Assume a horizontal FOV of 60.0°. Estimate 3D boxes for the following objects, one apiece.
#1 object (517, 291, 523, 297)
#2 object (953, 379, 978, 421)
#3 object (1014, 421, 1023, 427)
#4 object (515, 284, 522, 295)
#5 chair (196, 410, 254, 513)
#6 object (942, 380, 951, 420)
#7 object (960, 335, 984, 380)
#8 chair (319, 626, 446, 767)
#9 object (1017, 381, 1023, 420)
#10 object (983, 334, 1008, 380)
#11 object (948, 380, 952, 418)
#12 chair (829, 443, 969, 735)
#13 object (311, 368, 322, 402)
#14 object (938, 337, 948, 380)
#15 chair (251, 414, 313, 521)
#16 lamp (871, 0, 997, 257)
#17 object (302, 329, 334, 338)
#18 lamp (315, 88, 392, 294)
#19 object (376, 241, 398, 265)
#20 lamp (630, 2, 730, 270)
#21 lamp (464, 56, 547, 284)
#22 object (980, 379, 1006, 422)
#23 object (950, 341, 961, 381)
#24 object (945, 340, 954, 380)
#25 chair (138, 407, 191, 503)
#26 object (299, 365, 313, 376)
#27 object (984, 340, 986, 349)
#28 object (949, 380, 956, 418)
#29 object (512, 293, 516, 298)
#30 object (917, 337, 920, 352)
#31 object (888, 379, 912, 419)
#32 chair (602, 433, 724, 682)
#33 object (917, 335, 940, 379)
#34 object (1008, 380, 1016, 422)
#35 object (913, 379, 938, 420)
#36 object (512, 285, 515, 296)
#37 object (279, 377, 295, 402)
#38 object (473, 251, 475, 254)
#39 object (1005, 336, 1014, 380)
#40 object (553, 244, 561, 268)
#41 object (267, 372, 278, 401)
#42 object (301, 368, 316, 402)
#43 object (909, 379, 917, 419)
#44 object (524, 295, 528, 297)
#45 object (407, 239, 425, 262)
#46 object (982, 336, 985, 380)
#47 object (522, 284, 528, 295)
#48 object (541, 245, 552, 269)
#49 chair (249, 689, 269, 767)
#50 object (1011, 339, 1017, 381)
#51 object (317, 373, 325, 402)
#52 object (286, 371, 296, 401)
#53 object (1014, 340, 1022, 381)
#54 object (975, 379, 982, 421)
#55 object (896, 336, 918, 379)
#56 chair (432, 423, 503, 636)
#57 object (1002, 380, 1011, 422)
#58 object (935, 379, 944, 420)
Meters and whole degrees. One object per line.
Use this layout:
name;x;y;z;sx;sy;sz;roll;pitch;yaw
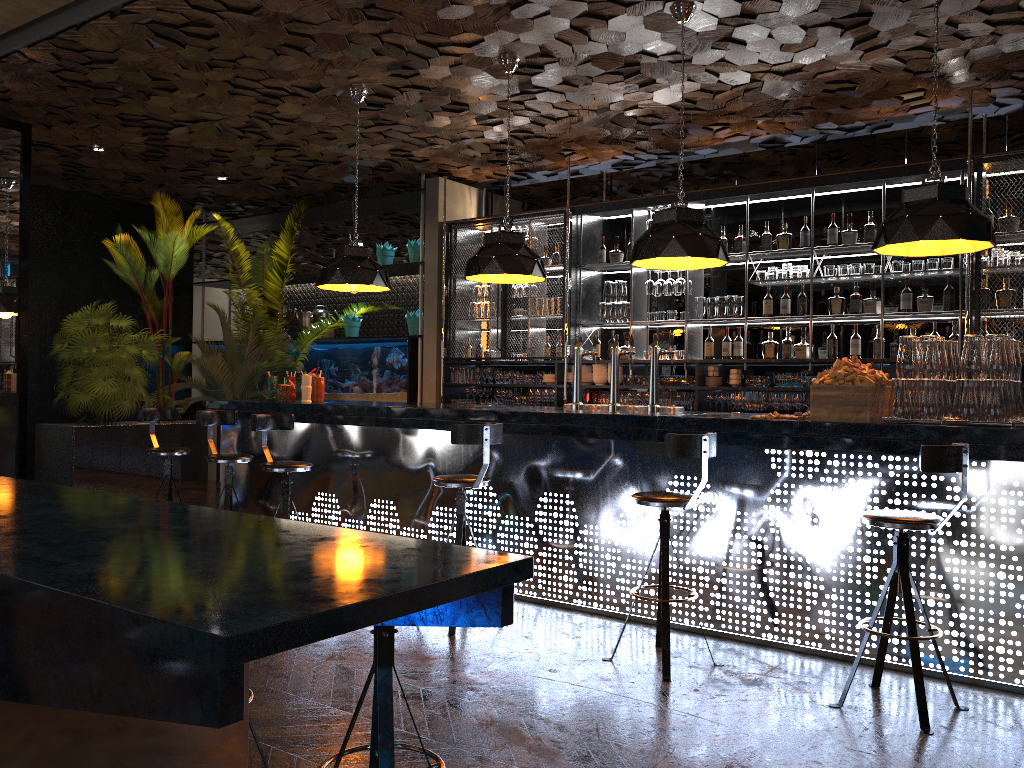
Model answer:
object;0.087;-1.032;9.417;0.081;0.213;0.081;1;0;41
object;2.112;0.082;4.132;0.105;0.209;0.105;1;0;-29
object;2.477;0.184;4.055;0.273;0.019;0.437;1;0;36
object;0.073;-1.033;9.250;0.081;0.213;0.081;1;0;41
chair;-1.989;0.744;6.168;0.476;1.108;0.419;1;0;36
object;2.125;0.083;4.413;0.105;0.209;0.105;1;0;-29
object;2.167;-0.126;4.169;0.105;0.209;0.105;1;0;-29
chair;-0.330;0.907;2.261;0.419;0.813;0.419;1;0;31
object;2.611;0.091;4.626;0.105;0.209;0.105;1;0;-29
object;2.243;-0.125;4.120;0.105;0.209;0.105;1;0;-29
object;2.227;0.085;4.606;0.105;0.209;0.105;1;0;-29
chair;1.640;0.794;3.675;0.419;1.108;0.476;1;0;-44
object;-1.545;0.004;6.982;0.091;0.277;0.080;1;0;-22
object;2.087;-0.127;4.366;0.105;0.209;0.105;1;0;-29
chair;-1.454;0.751;5.636;0.476;1.108;0.419;1;0;36
lamp;2.232;-1.496;4.684;0.582;1.564;0.607;1;0;36
object;-2.434;-0.620;11.127;0.320;0.135;0.250;1;0;36
lamp;-1.240;-1.518;7.023;0.582;1.606;0.607;1;0;36
object;-1.467;-1.503;10.364;0.244;0.325;0.255;1;0;-27
lamp;1.029;-1.513;5.401;0.582;1.564;0.607;1;0;36
lamp;-0.035;-1.527;6.312;0.582;1.564;0.607;1;0;36
object;2.210;0.083;4.078;0.105;0.209;0.105;1;0;-29
object;2.338;-0.122;4.737;0.105;0.209;0.105;1;0;-29
object;2.260;-0.123;4.648;0.105;0.209;0.105;1;0;-29
chair;-2.617;0.736;6.699;0.476;1.108;0.419;1;0;36
object;-1.667;-0.008;7.177;0.105;0.298;0.116;1;0;-23
object;2.418;-0.121;4.540;0.105;0.209;0.105;1;0;-29
object;2.299;0.086;4.689;0.105;0.209;0.105;1;0;-29
object;0.009;-1.034;9.473;0.081;0.213;0.081;1;0;41
object;1.993;-0.128;4.427;0.105;0.209;0.105;1;0;-29
object;1.878;0.079;4.290;0.105;0.209;0.105;1;0;-29
chair;0.750;0.781;4.234;0.419;1.108;0.476;1;0;-39
object;2.009;-0.128;4.278;0.105;0.209;0.105;1;0;-29
object;2.360;0.086;4.255;0.105;0.209;0.105;1;0;-29
object;1.976;0.080;4.236;0.105;0.209;0.105;1;0;-29
object;0.003;-1.034;9.300;0.081;0.213;0.081;1;0;41
object;-1.768;0.043;6.968;0.131;0.191;0.110;1;0;-42
object;-0.423;-1.334;9.743;0.075;0.260;0.075;1;0;-5
object;2.322;-0.124;4.208;0.105;0.209;0.105;1;0;-29
object;0.459;-1.309;9.074;0.073;0.246;0.072;1;0;21
object;-1.914;0.019;7.076;0.084;0.237;0.086;1;0;-35
object;-1.577;0.010;6.848;0.099;0.264;0.081;1;0;-34
object;1.955;0.080;4.376;0.105;0.209;0.105;1;0;-29
object;0.157;-1.032;9.367;0.081;0.213;0.081;1;0;41
object;-1.076;-1.498;10.079;0.265;0.325;0.245;1;0;29
object;2.227;-0.125;4.269;0.105;0.209;0.105;1;0;-29
object;0.146;-1.032;9.197;0.081;0.213;0.081;1;0;41
object;0.348;-1.308;9.155;0.108;0.244;0.108;1;0;24
chair;-0.964;0.899;2.735;0.419;0.813;0.419;1;0;31
object;2.495;-0.120;4.490;0.105;0.209;0.105;1;0;-29
object;-1.549;0.016;7.125;0.080;0.254;0.091;1;0;38
object;-1.785;0.016;7.162;0.078;0.246;0.084;1;0;34
object;2.573;-0.119;4.579;0.105;0.209;0.105;1;0;-29
object;2.190;0.083;4.218;0.105;0.209;0.105;1;0;-29
object;1.932;-0.129;4.327;0.105;0.209;0.105;1;0;-29
chair;-0.267;0.768;4.906;0.419;1.108;0.476;1;0;-39
object;2.283;0.084;4.160;0.105;0.209;0.105;1;0;-29
object;2.048;0.081;4.318;0.105;0.209;0.105;1;0;-29
